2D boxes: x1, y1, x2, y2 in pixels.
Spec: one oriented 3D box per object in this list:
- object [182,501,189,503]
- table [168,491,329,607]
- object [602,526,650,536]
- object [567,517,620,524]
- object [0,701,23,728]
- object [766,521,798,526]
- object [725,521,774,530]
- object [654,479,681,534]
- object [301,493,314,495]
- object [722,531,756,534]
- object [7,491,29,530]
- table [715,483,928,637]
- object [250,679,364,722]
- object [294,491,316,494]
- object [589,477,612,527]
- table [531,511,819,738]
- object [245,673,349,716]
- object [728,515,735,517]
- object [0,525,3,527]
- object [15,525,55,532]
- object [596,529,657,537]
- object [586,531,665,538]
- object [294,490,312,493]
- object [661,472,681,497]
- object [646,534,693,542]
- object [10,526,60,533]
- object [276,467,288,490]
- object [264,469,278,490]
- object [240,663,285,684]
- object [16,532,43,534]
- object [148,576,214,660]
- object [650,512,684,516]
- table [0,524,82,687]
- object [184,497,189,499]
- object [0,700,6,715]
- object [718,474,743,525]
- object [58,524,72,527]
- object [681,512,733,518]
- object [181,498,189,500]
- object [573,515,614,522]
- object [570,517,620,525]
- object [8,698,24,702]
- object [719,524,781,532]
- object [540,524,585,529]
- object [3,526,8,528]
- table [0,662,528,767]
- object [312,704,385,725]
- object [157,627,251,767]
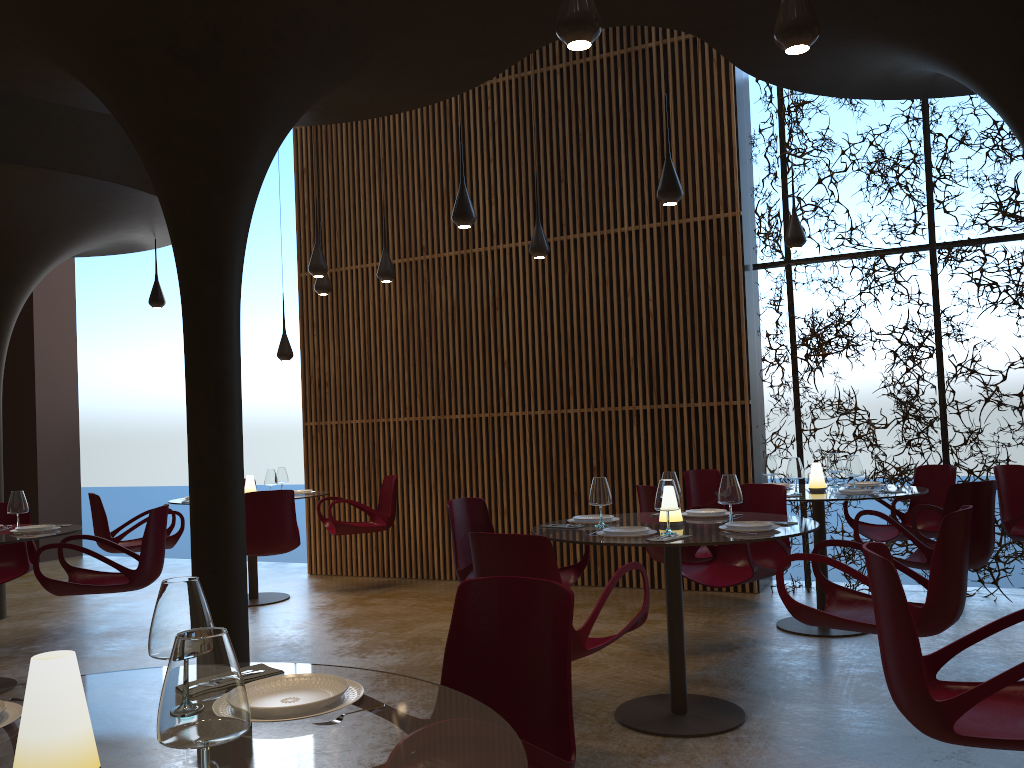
[{"bbox_3d":[-3.276,1.213,9.167,0.262,0.017,0.126,-1,-3,-19],"label":"object"},{"bbox_3d":[-2.828,1.789,9.650,1.672,1.129,1.674,-1,-3,-19],"label":"table"},{"bbox_3d":[0.630,0.812,4.881,0.263,0.029,0.263,0,-4,-40],"label":"object"},{"bbox_3d":[0.517,0.866,5.624,0.332,0.014,0.332,-3,-3,18],"label":"object"},{"bbox_3d":[-1.239,0.739,1.908,0.332,0.014,0.332,-3,-3,15],"label":"object"},{"bbox_3d":[1.508,0.808,5.134,0.262,0.017,0.126,-5,-4,36],"label":"object"},{"bbox_3d":[1.313,0.786,4.903,0.263,0.029,0.263,-4,-3,27],"label":"object"},{"bbox_3d":[0.858,0.676,4.890,0.142,0.295,0.142,-2,-2,0],"label":"object"},{"bbox_3d":[-2.333,1.203,9.785,0.204,0.012,0.411,-1,-3,-28],"label":"object"},{"bbox_3d":[1.311,0.797,4.899,0.204,0.012,0.411,-4,-4,32],"label":"object"},{"bbox_3d":[-3.718,0.954,6.669,0.142,0.295,0.142,-2,-2,-22],"label":"object"},{"bbox_3d":[2.568,1.452,7.370,1.672,1.129,1.674,-1,-3,-22],"label":"table"},{"bbox_3d":[-0.502,0.715,2.006,0.332,0.014,0.332,0,-4,-38],"label":"object"},{"bbox_3d":[-2.336,1.202,9.789,0.332,0.014,0.332,-2,-3,-1],"label":"object"},{"bbox_3d":[0.539,0.716,5.396,0.142,0.295,0.142,-3,-2,17],"label":"object"},{"bbox_3d":[0.972,1.405,5.273,1.672,1.129,1.674,0,-4,-45],"label":"table"},{"bbox_3d":[-0.502,0.705,2.006,0.263,0.029,0.263,-4,-4,33],"label":"object"},{"bbox_3d":[1.258,0.843,5.719,0.411,0.012,0.204,-5,-4,38],"label":"object"},{"bbox_3d":[-4.158,1.122,6.915,0.332,0.014,0.332,-2,-3,-11],"label":"object"},{"bbox_3d":[-3.517,1.067,6.540,0.263,0.029,0.263,-2,-3,-3],"label":"object"},{"bbox_3d":[0.631,0.822,4.881,0.332,0.014,0.332,0,-4,-34],"label":"object"},{"bbox_3d":[0.627,0.824,4.883,0.411,0.012,0.204,-5,-4,42],"label":"object"},{"bbox_3d":[-2.336,1.192,9.789,0.263,0.029,0.263,-4,-3,28],"label":"object"},{"bbox_3d":[1.017,0.713,5.704,0.142,0.295,0.142,-1,-2,-26],"label":"object"},{"bbox_3d":[0.826,0.809,4.650,0.262,0.017,0.126,1,-4,-44],"label":"object"},{"bbox_3d":[-3.516,1.076,6.540,0.332,0.014,0.332,-5,-4,42],"label":"object"},{"bbox_3d":[-2.562,1.078,9.868,0.142,0.295,0.142,-4,-2,43],"label":"object"},{"bbox_3d":[-2.552,1.052,9.394,0.142,0.295,0.142,-3,-2,30],"label":"object"},{"bbox_3d":[-0.712,0.742,2.222,0.126,0.017,0.262,-5,-4,42],"label":"object"},{"bbox_3d":[-3.515,1.077,6.536,0.204,0.012,0.411,-2,-3,-14],"label":"object"},{"bbox_3d":[-0.739,0.586,1.988,0.142,0.295,0.142,-1,-2,-26],"label":"object"},{"bbox_3d":[1.044,0.869,5.938,0.126,0.017,0.262,-5,-4,42],"label":"object"},{"bbox_3d":[-4.000,1.662,6.369,1.672,1.129,1.674,-2,-3,-11],"label":"table"},{"bbox_3d":[-3.359,1.215,9.459,0.263,0.029,0.263,-3,-3,19],"label":"object"},{"bbox_3d":[-1.239,0.729,1.908,0.263,0.029,0.263,-5,-4,44],"label":"object"},{"bbox_3d":[1.263,0.673,5.135,0.142,0.295,0.142,-3,-2,13],"label":"object"},{"bbox_3d":[-3.549,1.101,6.840,0.262,0.017,0.126,-2,-3,-10],"label":"object"},{"bbox_3d":[1.254,0.842,5.722,0.332,0.014,0.332,0,-4,-38],"label":"object"},{"bbox_3d":[-3.358,1.225,9.459,0.332,0.014,0.332,-4,-3,23],"label":"object"},{"bbox_3d":[0.517,0.856,5.624,0.263,0.029,0.263,-4,-4,34],"label":"object"},{"bbox_3d":[0.519,0.867,5.628,0.204,0.012,0.411,-5,-4,36],"label":"object"},{"bbox_3d":[-1.237,0.740,1.912,0.204,0.012,0.411,-5,-4,36],"label":"object"},{"bbox_3d":[1.313,0.796,4.903,0.332,0.014,0.332,-3,-3,8],"label":"object"},{"bbox_3d":[0.306,0.870,5.407,0.262,0.017,0.126,-5,-4,41],"label":"object"},{"bbox_3d":[-4.154,1.123,6.917,0.410,0.012,0.204,-1,-3,-16],"label":"object"},{"bbox_3d":[-0.784,1.278,1.557,1.672,1.129,1.674,0,-4,-45],"label":"table"},{"bbox_3d":[-0.498,0.716,2.003,0.411,0.012,0.204,-5,-4,38],"label":"object"},{"bbox_3d":[-0.493,0.546,1.420,0.142,0.295,0.142,-1,-2,-32],"label":"object"}]
